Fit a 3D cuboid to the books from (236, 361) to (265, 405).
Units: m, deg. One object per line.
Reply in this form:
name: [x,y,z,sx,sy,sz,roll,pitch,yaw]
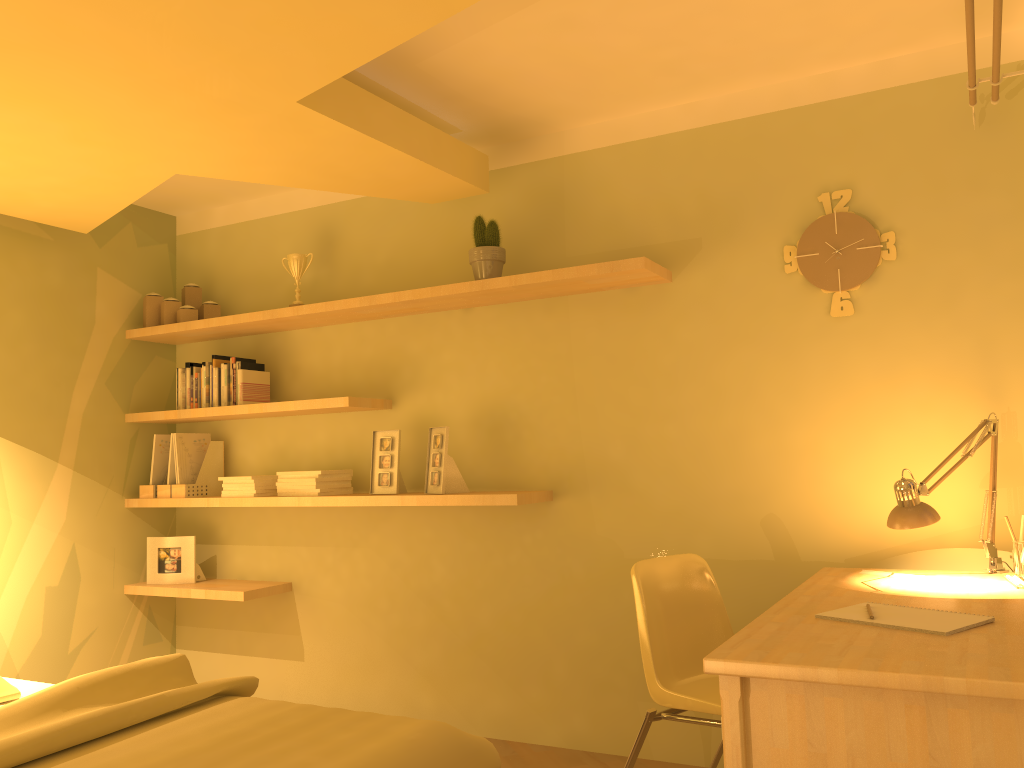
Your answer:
books: [-1.193,0.005,4.038,0.032,0.203,0.157,-4,-6,28]

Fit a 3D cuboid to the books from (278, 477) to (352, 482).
books: [-0.851,0.411,3.822,0.270,0.015,0.190,-6,-7,41]

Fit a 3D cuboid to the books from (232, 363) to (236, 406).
books: [-1.217,0.010,4.051,0.022,0.198,0.157,-4,-6,28]

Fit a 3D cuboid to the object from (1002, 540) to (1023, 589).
object: [1.392,0.489,2.420,0.070,0.105,0.240,-4,-5,20]

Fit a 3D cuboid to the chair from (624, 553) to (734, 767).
chair: [0.606,0.909,2.569,0.531,0.785,0.546,3,-7,-42]

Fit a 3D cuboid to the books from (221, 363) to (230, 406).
books: [-1.273,0.012,4.080,0.040,0.203,0.157,-4,-6,28]

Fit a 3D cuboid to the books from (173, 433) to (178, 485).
books: [-1.498,0.380,4.169,0.036,0.296,0.210,-4,-6,28]

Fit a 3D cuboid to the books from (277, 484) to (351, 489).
books: [-0.853,0.441,3.819,0.270,0.015,0.190,-6,-6,40]

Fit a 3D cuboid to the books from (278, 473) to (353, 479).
books: [-0.852,0.398,3.846,0.270,0.015,0.190,-6,-6,38]

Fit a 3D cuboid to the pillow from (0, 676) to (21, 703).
pillow: [-1.989,0.932,2.670,0.482,0.213,0.801,-6,-6,38]

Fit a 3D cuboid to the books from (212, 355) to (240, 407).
books: [-1.329,-0.006,4.111,0.021,0.247,0.157,-4,-6,28]

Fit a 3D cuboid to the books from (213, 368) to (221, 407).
books: [-1.308,0.023,4.089,0.032,0.184,0.173,-4,-6,28]

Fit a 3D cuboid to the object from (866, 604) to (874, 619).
object: [0.808,0.513,2.002,0.008,0.009,0.166,-4,-5,19]

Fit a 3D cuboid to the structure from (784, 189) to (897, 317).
structure: [1.104,-0.444,3.002,0.360,0.432,0.027,-4,-6,28]

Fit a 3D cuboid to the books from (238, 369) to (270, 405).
books: [-1.170,0.022,4.013,0.032,0.163,0.178,-4,-6,28]

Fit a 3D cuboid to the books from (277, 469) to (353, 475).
books: [-0.852,0.382,3.833,0.270,0.015,0.190,-5,-6,33]

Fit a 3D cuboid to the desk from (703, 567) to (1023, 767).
desk: [0.988,0.887,2.077,0.684,0.720,1.396,-4,-6,28]

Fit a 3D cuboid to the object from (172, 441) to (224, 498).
object: [-1.470,0.398,4.157,0.087,0.259,0.236,-4,-6,28]

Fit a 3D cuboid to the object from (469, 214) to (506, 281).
object: [-0.097,-0.529,3.462,0.145,0.294,0.145,-3,-5,9]

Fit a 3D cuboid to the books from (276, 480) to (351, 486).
books: [-0.857,0.427,3.825,0.270,0.015,0.190,-6,-6,38]

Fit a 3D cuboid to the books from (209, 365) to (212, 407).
books: [-1.344,0.017,4.119,0.017,0.203,0.155,-4,-6,28]

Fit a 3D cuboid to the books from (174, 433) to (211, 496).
books: [-1.488,0.379,4.168,0.043,0.296,0.210,-4,-6,28]

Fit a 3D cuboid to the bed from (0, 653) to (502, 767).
bed: [-1.379,0.898,2.336,2.378,0.894,1.286,-4,-6,28]

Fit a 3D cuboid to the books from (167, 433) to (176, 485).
books: [-1.536,0.383,4.191,0.048,0.297,0.214,-4,-6,28]

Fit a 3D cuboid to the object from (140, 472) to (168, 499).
object: [-1.666,0.413,4.260,0.087,0.259,0.236,-4,-5,22]

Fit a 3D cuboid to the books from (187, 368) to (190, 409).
books: [-1.470,0.030,4.184,0.022,0.198,0.157,-4,-6,28]

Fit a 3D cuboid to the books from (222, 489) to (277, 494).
books: [-1.134,0.479,3.981,0.190,0.015,0.270,-4,-5,24]

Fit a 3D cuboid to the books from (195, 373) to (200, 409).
books: [-1.422,0.039,4.158,0.021,0.172,0.157,-4,-6,28]

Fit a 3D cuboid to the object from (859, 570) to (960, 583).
object: [1.154,0.560,2.591,0.040,0.009,0.300,1,-6,-32]

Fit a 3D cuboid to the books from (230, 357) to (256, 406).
books: [-1.237,-0.003,4.073,0.032,0.229,0.138,-4,-6,28]

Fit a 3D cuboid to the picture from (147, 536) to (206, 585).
picture: [-1.587,0.826,4.179,0.247,0.219,0.131,-2,-5,5]

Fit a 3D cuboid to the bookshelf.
bookshelf: [-0.607,0.281,3.710,2.605,1.240,0.300,-4,-6,28]

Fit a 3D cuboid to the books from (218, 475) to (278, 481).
books: [-1.150,0.420,3.983,0.190,0.015,0.270,-4,-5,25]

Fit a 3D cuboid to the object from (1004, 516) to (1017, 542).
object: [1.428,0.455,2.512,0.053,0.162,0.009,-2,-5,4]

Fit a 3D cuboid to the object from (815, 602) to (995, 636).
object: [0.859,0.514,1.952,0.210,0.010,0.300,2,-6,-37]

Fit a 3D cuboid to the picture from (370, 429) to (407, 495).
picture: [-0.492,0.326,3.706,0.134,0.264,0.171,-4,-6,27]

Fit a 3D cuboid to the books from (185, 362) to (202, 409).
books: [-1.490,0.017,4.207,0.032,0.229,0.138,-4,-6,28]

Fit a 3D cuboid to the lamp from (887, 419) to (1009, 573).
lamp: [1.253,0.331,2.575,0.484,0.455,0.140,2,-6,-37]

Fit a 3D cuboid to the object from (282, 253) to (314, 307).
object: [-0.957,-0.444,3.962,0.160,0.268,0.095,-2,-5,-2]

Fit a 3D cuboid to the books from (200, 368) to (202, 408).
books: [-1.397,0.027,4.152,0.032,0.193,0.146,-4,-6,28]

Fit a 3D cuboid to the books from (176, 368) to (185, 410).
books: [-1.526,0.031,4.214,0.040,0.203,0.157,-4,-6,28]

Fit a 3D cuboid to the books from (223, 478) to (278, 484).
books: [-1.127,0.434,3.986,0.190,0.015,0.270,-5,-6,30]

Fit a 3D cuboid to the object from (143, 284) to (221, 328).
object: [-1.590,-0.377,4.270,0.349,0.229,0.234,-5,-6,29]

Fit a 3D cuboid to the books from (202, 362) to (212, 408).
books: [-1.371,0.012,4.128,0.038,0.217,0.166,-4,-6,28]

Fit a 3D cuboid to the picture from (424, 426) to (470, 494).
picture: [-0.245,0.302,3.528,0.171,0.264,0.134,2,-6,-36]

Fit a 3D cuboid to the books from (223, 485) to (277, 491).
books: [-1.125,0.464,3.981,0.190,0.015,0.270,-5,-6,29]

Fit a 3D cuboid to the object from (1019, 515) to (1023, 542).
object: [1.444,0.455,2.518,0.034,0.165,0.009,-4,-5,20]

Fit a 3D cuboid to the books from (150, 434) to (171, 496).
books: [-1.646,0.392,4.251,0.048,0.297,0.214,-4,-5,22]

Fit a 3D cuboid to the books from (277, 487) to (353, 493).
books: [-0.850,0.457,3.827,0.270,0.015,0.190,-5,-6,35]

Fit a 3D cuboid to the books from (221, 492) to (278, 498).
books: [-1.134,0.494,3.979,0.190,0.015,0.270,-4,-6,27]

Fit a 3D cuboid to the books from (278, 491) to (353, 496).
books: [-0.849,0.472,3.825,0.270,0.015,0.190,-6,-6,38]

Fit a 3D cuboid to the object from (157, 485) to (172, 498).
object: [-1.554,0.405,4.202,0.087,0.259,0.236,-4,-6,28]

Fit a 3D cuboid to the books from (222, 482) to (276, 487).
books: [-1.130,0.449,3.978,0.190,0.015,0.270,-4,-6,27]

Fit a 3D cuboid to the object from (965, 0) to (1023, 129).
object: [1.140,-0.914,2.038,0.190,0.113,1.708,-4,-6,28]

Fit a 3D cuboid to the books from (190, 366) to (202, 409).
books: [-1.446,0.025,4.172,0.032,0.203,0.157,-4,-6,28]
